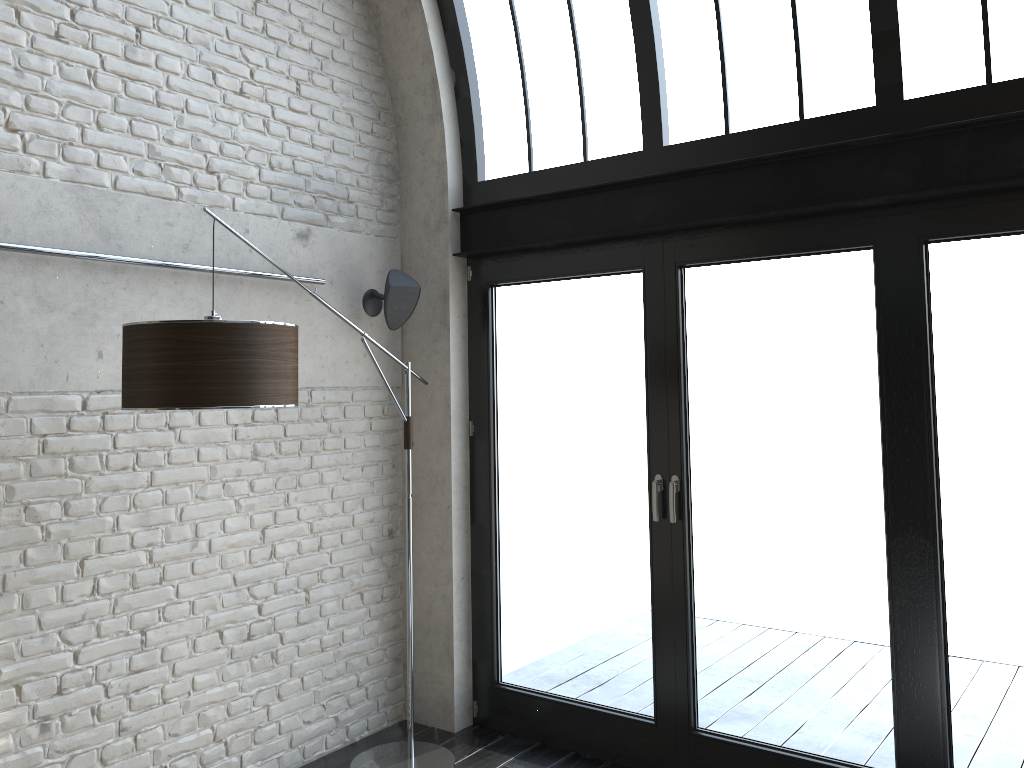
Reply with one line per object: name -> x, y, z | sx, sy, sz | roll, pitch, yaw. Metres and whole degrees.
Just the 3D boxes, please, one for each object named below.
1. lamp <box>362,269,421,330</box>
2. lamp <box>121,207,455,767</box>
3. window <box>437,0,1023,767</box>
lamp -> -0.614, -0.423, 4.450 | 0.177, 0.307, 0.357 | 1, -3, -35
lamp -> -0.735, 0.574, 3.501 | 0.556, 2.336, 1.841 | -2, -3, 23
window -> 0.664, -1.037, 2.334 | 4.275, 5.513, 2.862 | -3, -4, 36
